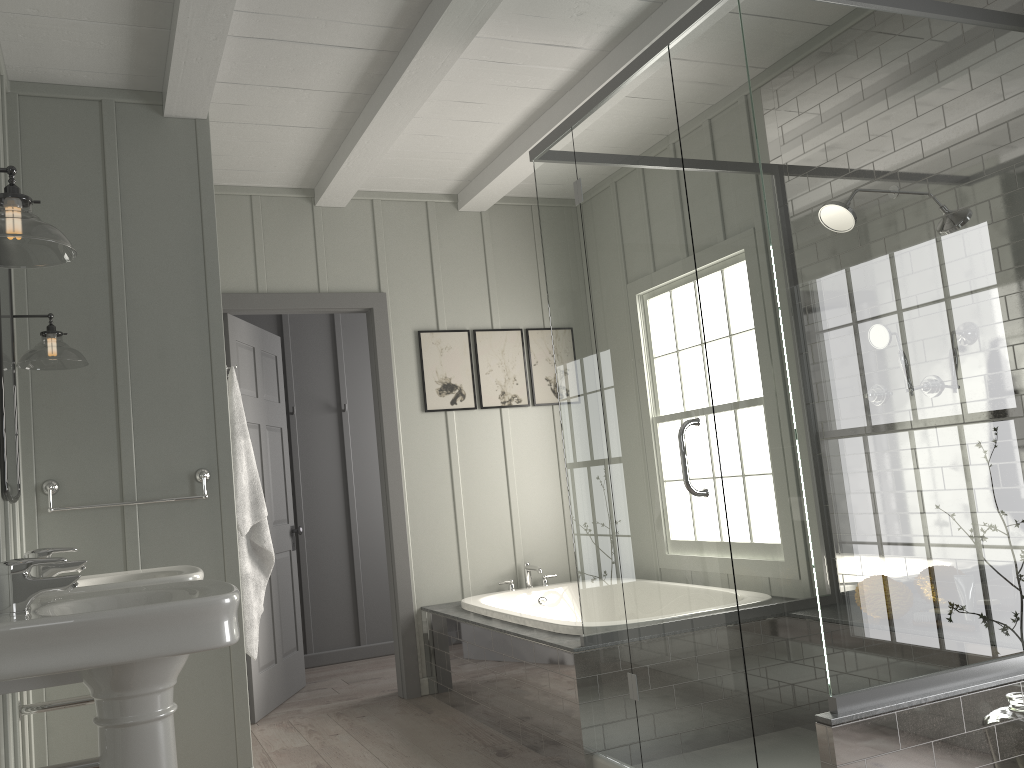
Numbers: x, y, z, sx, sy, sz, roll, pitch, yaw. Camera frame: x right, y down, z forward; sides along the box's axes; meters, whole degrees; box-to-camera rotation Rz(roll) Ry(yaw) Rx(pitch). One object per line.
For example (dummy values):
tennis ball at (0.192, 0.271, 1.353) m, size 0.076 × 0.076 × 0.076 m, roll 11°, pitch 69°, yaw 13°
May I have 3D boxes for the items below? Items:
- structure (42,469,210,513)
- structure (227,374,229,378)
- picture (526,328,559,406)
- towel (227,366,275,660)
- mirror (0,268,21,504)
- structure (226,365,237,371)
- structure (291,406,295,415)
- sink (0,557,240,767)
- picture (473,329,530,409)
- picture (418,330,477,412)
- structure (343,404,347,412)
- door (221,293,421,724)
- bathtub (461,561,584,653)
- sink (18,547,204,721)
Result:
structure at (-1.446, 0.401, 3.340) m, size 0.588 × 0.123 × 0.056 m, roll -3°, pitch -7°, yaw -22°
structure at (-1.307, -0.031, 3.959) m, size 0.077 × 0.056 × 0.058 m, roll -3°, pitch -7°, yaw -23°
picture at (0.247, -0.105, 5.249) m, size 0.305 × 0.461 × 0.012 m, roll -3°, pitch -6°, yaw -22°
towel at (-1.090, 0.523, 3.693) m, size 0.158 × 1.203 × 0.326 m, roll -4°, pitch -6°, yaw -19°
mirror at (-1.591, -0.067, 2.784) m, size 0.014 × 0.883 × 0.435 m, roll -3°, pitch -7°, yaw -25°
structure at (-1.199, -0.067, 3.726) m, size 0.077 × 0.056 × 0.058 m, roll -3°, pitch -7°, yaw -23°
structure at (-1.485, 0.185, 5.974) m, size 0.019 × 0.051 × 0.139 m, roll -3°, pitch -7°, yaw -25°
sink at (-0.899, 0.890, 2.029) m, size 0.553 × 1.012 × 0.584 m, roll -3°, pitch -7°, yaw -24°
picture at (-0.059, -0.091, 5.124) m, size 0.305 × 0.461 × 0.012 m, roll -3°, pitch -6°, yaw -22°
picture at (-0.364, -0.077, 4.999) m, size 0.305 × 0.461 × 0.012 m, roll -3°, pitch -6°, yaw -22°
structure at (-1.165, 0.171, 6.113) m, size 0.019 × 0.051 × 0.139 m, roll -3°, pitch -7°, yaw -25°
door at (-0.025, 0.170, 1.637) m, size 4.156 × 2.194 × 7.979 m, roll -3°, pitch -7°, yaw -24°
bathtub at (0.423, 1.134, 4.258) m, size 1.023 × 0.490 × 1.600 m, roll -3°, pitch -7°, yaw -24°
sink at (-1.243, 1.006, 2.779) m, size 0.553 × 1.012 × 0.584 m, roll -3°, pitch -7°, yaw -24°
